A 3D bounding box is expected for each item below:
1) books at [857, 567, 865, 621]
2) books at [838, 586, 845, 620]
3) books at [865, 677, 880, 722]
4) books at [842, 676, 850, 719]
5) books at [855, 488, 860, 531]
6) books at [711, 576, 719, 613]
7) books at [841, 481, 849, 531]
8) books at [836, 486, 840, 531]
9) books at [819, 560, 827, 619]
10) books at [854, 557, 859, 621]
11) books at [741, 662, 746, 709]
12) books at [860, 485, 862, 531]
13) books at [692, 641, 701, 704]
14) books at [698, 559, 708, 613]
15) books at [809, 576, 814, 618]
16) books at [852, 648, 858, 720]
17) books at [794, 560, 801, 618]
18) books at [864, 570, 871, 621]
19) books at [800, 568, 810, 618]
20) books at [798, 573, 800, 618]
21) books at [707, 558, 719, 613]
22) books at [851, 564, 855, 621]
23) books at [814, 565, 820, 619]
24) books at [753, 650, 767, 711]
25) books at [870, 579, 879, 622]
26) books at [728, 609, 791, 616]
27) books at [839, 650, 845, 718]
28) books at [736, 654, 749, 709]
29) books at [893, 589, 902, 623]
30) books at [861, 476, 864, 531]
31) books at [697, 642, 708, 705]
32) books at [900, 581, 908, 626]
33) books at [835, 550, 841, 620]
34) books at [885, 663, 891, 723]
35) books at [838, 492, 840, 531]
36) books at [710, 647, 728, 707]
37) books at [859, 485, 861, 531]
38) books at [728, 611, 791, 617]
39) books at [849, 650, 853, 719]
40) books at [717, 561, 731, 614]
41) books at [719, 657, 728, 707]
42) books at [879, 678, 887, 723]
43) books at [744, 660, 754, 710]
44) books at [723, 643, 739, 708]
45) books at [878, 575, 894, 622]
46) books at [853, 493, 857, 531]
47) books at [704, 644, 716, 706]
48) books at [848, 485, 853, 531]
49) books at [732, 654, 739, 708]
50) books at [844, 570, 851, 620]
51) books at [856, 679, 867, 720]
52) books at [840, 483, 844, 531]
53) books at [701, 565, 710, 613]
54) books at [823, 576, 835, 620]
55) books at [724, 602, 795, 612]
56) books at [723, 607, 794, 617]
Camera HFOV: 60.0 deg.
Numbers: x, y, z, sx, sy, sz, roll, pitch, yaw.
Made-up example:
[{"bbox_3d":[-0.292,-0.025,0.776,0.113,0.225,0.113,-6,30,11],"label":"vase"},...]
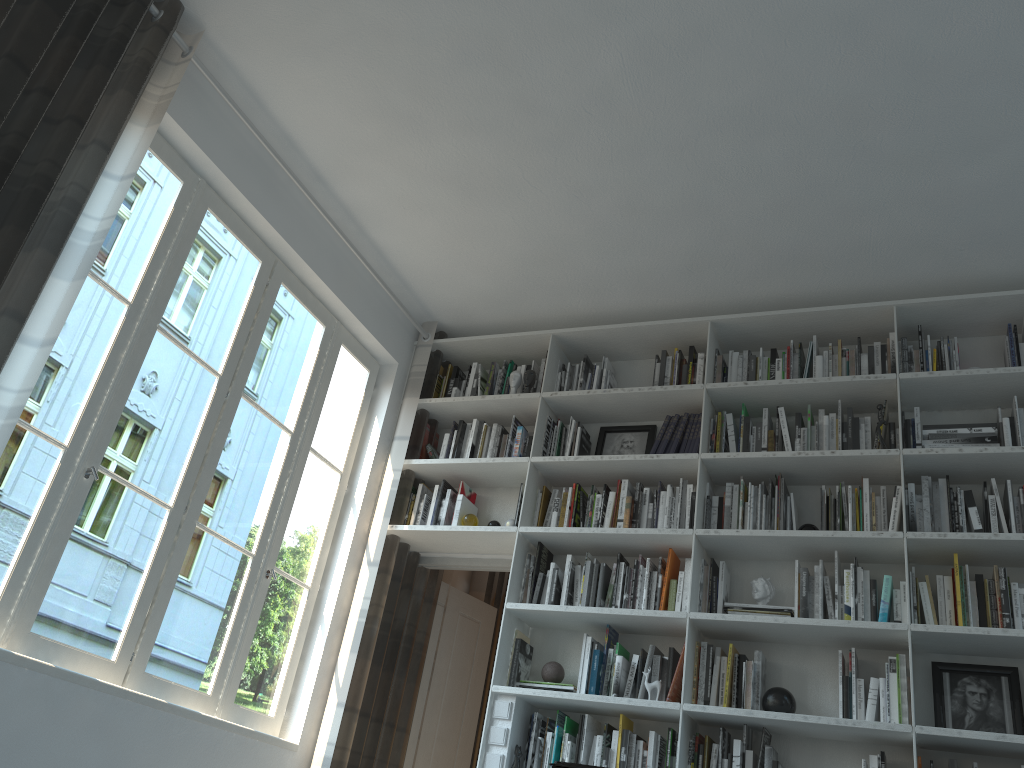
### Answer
[{"bbox_3d":[1.437,0.904,3.640,0.023,0.258,0.171,-3,-31,24],"label":"books"},{"bbox_3d":[1.371,0.948,3.669,0.025,0.188,0.141,-3,-31,24],"label":"books"},{"bbox_3d":[1.402,1.252,3.441,0.057,0.187,0.156,-3,-31,24],"label":"books"},{"bbox_3d":[1.316,1.258,3.479,0.025,0.185,0.154,-3,-31,24],"label":"books"},{"bbox_3d":[1.494,0.593,3.820,0.017,0.252,0.140,-3,-31,24],"label":"books"},{"bbox_3d":[0.899,0.966,3.886,0.034,0.208,0.137,-3,-31,24],"label":"books"},{"bbox_3d":[1.457,0.585,3.856,0.033,0.286,0.156,-3,-31,24],"label":"books"},{"bbox_3d":[1.426,0.596,3.864,0.009,0.265,0.150,-3,-31,24],"label":"books"},{"bbox_3d":[1.300,0.899,3.706,0.012,0.284,0.168,-3,-31,24],"label":"books"},{"bbox_3d":[1.425,0.887,3.655,0.011,0.299,0.179,-3,-31,24],"label":"books"},{"bbox_3d":[0.967,1.270,3.643,0.011,0.207,0.181,-3,-31,24],"label":"books"},{"bbox_3d":[1.506,0.588,3.808,0.006,0.251,0.181,-3,-31,24],"label":"books"},{"bbox_3d":[0.793,1.254,3.755,0.012,0.283,0.160,-3,-31,24],"label":"books"},{"bbox_3d":[0.853,0.937,3.926,0.012,0.283,0.160,-3,-31,24],"label":"books"},{"bbox_3d":[1.269,0.941,3.730,0.024,0.226,0.138,-3,-31,24],"label":"books"},{"bbox_3d":[1.356,1.212,3.500,0.012,0.296,0.167,-3,-31,24],"label":"books"},{"bbox_3d":[1.212,0.907,3.749,0.012,0.283,0.160,-3,-31,24],"label":"books"},{"bbox_3d":[1.465,0.915,3.646,0.022,0.255,0.153,-3,-31,24],"label":"books"},{"bbox_3d":[1.235,0.919,3.723,0.030,0.246,0.175,-3,-31,24],"label":"books"},{"bbox_3d":[1.223,0.936,3.742,0.010,0.230,0.155,-3,-31,24],"label":"books"},{"bbox_3d":[0.890,0.935,3.924,0.011,0.296,0.136,-3,-31,24],"label":"books"},{"bbox_3d":[1.408,0.898,3.645,0.012,0.264,0.193,-3,-31,24],"label":"books"},{"bbox_3d":[1.287,0.914,3.718,0.022,0.266,0.152,-3,-31,24],"label":"books"},{"bbox_3d":[1.019,1.248,3.646,0.028,0.264,0.145,-3,-31,24],"label":"books"},{"bbox_3d":[1.484,0.929,3.627,0.026,0.218,0.150,-3,-31,24],"label":"books"},{"bbox_3d":[1.059,0.995,3.779,0.254,0.012,0.161,-2,-31,22],"label":"books"},{"bbox_3d":[1.309,1.219,3.513,0.012,0.283,0.160,-3,-31,24],"label":"books"},{"bbox_3d":[0.960,1.264,3.676,0.028,0.246,0.143,-3,-31,24],"label":"books"},{"bbox_3d":[1.558,0.938,3.578,0.027,0.180,0.142,-3,-31,24],"label":"books"},{"bbox_3d":[1.516,0.567,3.819,0.006,0.302,0.166,-3,-31,24],"label":"books"},{"bbox_3d":[0.817,1.248,3.735,0.025,0.283,0.146,-3,-31,24],"label":"books"},{"bbox_3d":[1.586,0.923,3.578,0.026,0.216,0.127,-3,-31,24],"label":"books"},{"bbox_3d":[1.360,0.881,3.698,0.010,0.328,0.174,-3,-31,24],"label":"books"},{"bbox_3d":[1.457,1.222,3.425,0.012,0.243,0.172,-3,-31,24],"label":"books"},{"bbox_3d":[1.416,0.601,3.824,0.006,0.215,0.182,-3,-31,24],"label":"books"},{"bbox_3d":[0.865,1.253,3.705,0.036,0.262,0.167,-3,-31,24],"label":"books"},{"bbox_3d":[1.504,0.586,3.818,0.004,0.264,0.142,-3,-31,24],"label":"books"},{"bbox_3d":[1.055,1.004,3.770,0.254,0.012,0.161,-1,-30,20],"label":"books"},{"bbox_3d":[1.346,1.217,3.505,0.011,0.290,0.156,-3,-31,24],"label":"books"},{"bbox_3d":[0.928,0.933,3.886,0.021,0.276,0.137,-3,-31,24],"label":"books"},{"bbox_3d":[0.891,1.268,3.687,0.025,0.227,0.153,-3,-31,24],"label":"books"},{"bbox_3d":[1.440,1.252,3.428,0.024,0.187,0.173,-3,-31,24],"label":"books"},{"bbox_3d":[0.984,1.263,3.634,0.028,0.215,0.176,-3,-31,24],"label":"books"},{"bbox_3d":[0.911,1.236,3.671,0.026,0.273,0.191,-3,-31,24],"label":"books"},{"bbox_3d":[1.515,0.912,3.593,0.060,0.226,0.180,-3,-31,24],"label":"books"},{"bbox_3d":[1.485,0.607,3.831,0.011,0.235,0.131,-3,-31,24],"label":"books"},{"bbox_3d":[0.841,1.253,3.726,0.026,0.273,0.155,-3,-31,24],"label":"books"},{"bbox_3d":[1.461,0.586,3.809,0.013,0.242,0.189,-3,-31,24],"label":"books"},{"bbox_3d":[0.935,1.258,3.671,0.014,0.242,0.153,-3,-31,24],"label":"books"},{"bbox_3d":[1.392,0.912,3.657,0.028,0.245,0.171,-3,-31,24],"label":"books"},{"bbox_3d":[1.368,1.264,3.469,0.030,0.182,0.155,-3,-31,24],"label":"books"},{"bbox_3d":[1.435,0.586,3.852,0.005,0.274,0.158,-3,-31,24],"label":"books"},{"bbox_3d":[0.864,0.944,3.907,0.024,0.256,0.134,-3,-31,24],"label":"books"},{"bbox_3d":[1.329,0.932,3.692,0.048,0.223,0.150,-3,-31,24],"label":"books"},{"bbox_3d":[1.062,0.973,3.788,0.285,0.012,0.160,-1,-31,21],"label":"books"},{"bbox_3d":[1.062,0.986,3.786,0.285,0.012,0.160,-5,-32,26],"label":"books"}]
